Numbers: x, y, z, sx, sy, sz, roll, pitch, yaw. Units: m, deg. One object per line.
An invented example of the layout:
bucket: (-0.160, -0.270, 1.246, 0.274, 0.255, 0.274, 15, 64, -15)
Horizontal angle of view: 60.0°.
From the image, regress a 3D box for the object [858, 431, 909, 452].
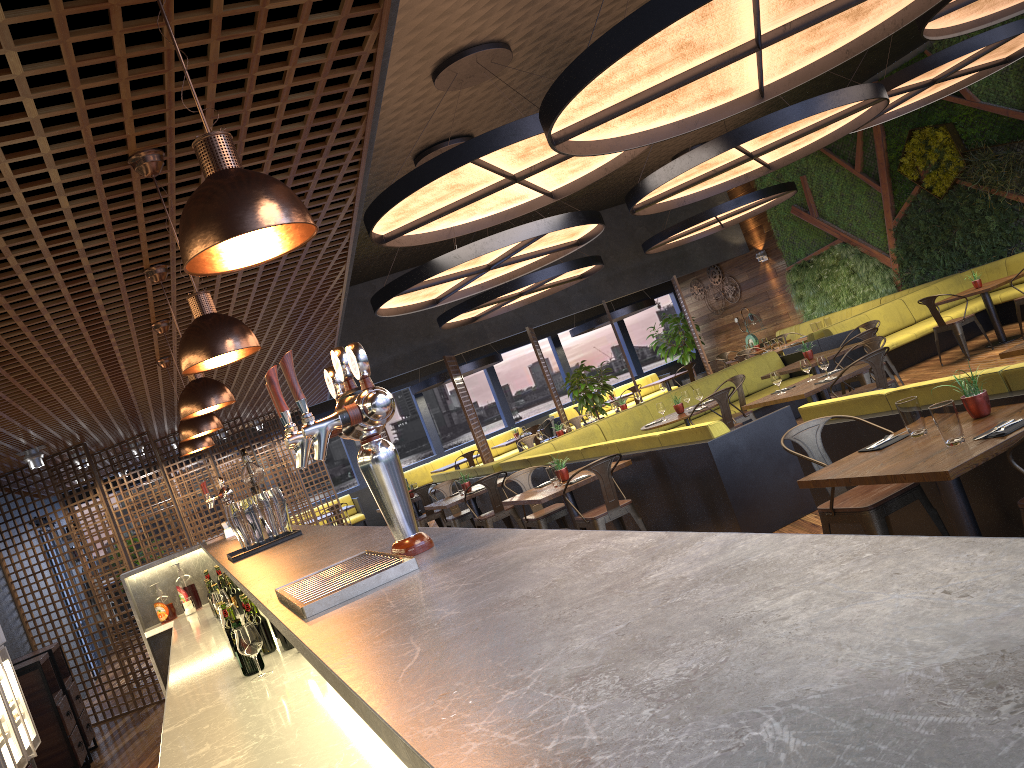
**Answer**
object: (1.801, 0.272, 4.269, 0.255, 0.019, 0.157, -21, -1, -23)

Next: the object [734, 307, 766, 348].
object: (5.360, -0.917, 19.411, 0.459, 1.615, 0.848, -21, -1, -22)

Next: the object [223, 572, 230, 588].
object: (-1.890, 1.380, 5.961, 0.063, 0.254, 0.063, -21, -1, 40)

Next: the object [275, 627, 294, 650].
object: (-0.988, 1.009, 3.789, 0.063, 0.254, 0.063, -21, -1, -15)

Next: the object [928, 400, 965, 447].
object: (1.831, 0.168, 3.720, 0.102, 0.178, 0.102, -21, -1, 13)

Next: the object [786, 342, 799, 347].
object: (4.564, -0.645, 14.439, 0.255, 0.019, 0.157, -21, -1, -23)

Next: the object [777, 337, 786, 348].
object: (4.436, -0.680, 14.568, 0.102, 0.178, 0.102, -21, -1, 13)

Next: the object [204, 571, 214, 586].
object: (-2.288, 1.543, 6.740, 0.063, 0.254, 0.063, -20, -1, -35)

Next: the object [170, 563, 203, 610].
object: (-2.490, 1.549, 6.775, 0.133, 0.385, 0.133, -21, -1, 17)

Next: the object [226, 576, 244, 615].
object: (-1.726, 1.313, 5.530, 0.063, 0.254, 0.063, -20, -1, -34)

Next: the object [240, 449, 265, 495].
object: (-2.376, 1.059, 8.345, 0.263, 0.944, 0.566, -20, -1, -30)

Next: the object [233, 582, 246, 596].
object: (-1.764, 1.345, 5.695, 0.088, 0.224, 0.088, -21, -1, 7)

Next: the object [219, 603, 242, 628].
object: (-1.362, 1.183, 4.336, 0.097, 0.206, 0.097, -21, -1, 27)

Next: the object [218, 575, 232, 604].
object: (-1.872, 1.372, 5.814, 0.063, 0.254, 0.063, -21, -1, 6)

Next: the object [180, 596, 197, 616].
object: (-2.420, 1.662, 6.630, 0.088, 0.123, 0.088, -21, -1, -17)

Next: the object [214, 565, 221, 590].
object: (-2.266, 1.538, 6.920, 0.063, 0.254, 0.063, -21, -1, 20)

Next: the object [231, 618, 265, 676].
object: (-1.071, 1.053, 3.561, 0.088, 0.224, 0.088, -21, -1, 7)

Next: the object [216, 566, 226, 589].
object: (-2.204, 1.511, 6.765, 0.063, 0.254, 0.063, -20, -1, -30)

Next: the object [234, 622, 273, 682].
object: (-1.005, 1.035, 3.434, 0.097, 0.206, 0.097, -21, -1, 9)

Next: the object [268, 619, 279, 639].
object: (-1.123, 1.065, 4.162, 0.063, 0.254, 0.063, -21, -1, -20)

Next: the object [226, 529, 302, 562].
object: (-1.004, 0.647, 3.575, 0.273, 0.019, 0.437, -21, -1, -22)

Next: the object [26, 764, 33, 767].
object: (-3.320, 2.717, 5.845, 0.277, 0.206, 0.416, -21, -1, -19)

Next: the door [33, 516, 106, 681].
door: (-6.394, 3.048, 12.861, 0.052, 2.386, 2.441, -21, -1, -22)

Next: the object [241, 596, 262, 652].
object: (-1.158, 1.075, 3.980, 0.063, 0.254, 0.063, -20, -1, -30)

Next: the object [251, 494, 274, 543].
object: (-1.013, 0.549, 3.582, 0.105, 0.209, 0.105, -21, -1, 13)

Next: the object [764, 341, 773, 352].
object: (4.252, -0.608, 14.692, 0.102, 0.178, 0.102, -20, -1, -37)

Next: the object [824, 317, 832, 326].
object: (5.384, -1.034, 15.072, 0.102, 0.178, 0.102, -20, -1, -37)

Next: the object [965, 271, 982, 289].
object: (6.021, -1.373, 11.548, 0.260, 0.271, 0.238, -21, -1, 17)

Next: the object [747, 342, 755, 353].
object: (4.544, -0.691, 16.821, 0.102, 0.178, 0.102, -21, -1, 13)

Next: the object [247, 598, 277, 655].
object: (-1.099, 1.051, 3.872, 0.063, 0.254, 0.063, -21, -1, 6)

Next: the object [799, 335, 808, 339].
object: (5.069, -0.825, 15.328, 0.157, 0.019, 0.255, -21, -1, -23)

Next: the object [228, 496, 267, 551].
object: (-1.026, 0.553, 3.459, 0.105, 0.209, 0.105, -21, -1, 13)

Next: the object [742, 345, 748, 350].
object: (4.394, -0.636, 16.673, 0.102, 0.178, 0.102, -20, -1, -37)

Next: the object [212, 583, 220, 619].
object: (-1.854, 1.379, 5.638, 0.088, 0.224, 0.088, -21, -1, 22)

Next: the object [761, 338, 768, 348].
object: (4.753, -0.773, 16.637, 0.102, 0.178, 0.102, -21, -1, 13)

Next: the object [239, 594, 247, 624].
object: (-1.213, 1.099, 4.125, 0.063, 0.254, 0.063, -21, -1, 40)

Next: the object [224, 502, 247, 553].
object: (-1.109, 0.587, 3.670, 0.105, 0.209, 0.105, -21, -1, 13)

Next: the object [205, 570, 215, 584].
object: (-2.325, 1.559, 6.863, 0.063, 0.254, 0.063, -20, -1, -30)

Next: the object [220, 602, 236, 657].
object: (-1.290, 1.128, 4.085, 0.063, 0.254, 0.063, -21, -1, -25)

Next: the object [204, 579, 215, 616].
object: (-1.995, 1.420, 5.905, 0.063, 0.254, 0.063, -21, -1, 20)

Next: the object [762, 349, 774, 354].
object: (4.341, -0.552, 15.011, 0.157, 0.019, 0.255, -21, -1, -23)

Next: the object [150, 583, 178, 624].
object: (-2.653, 1.656, 6.736, 0.133, 0.301, 0.133, -21, -1, -17)

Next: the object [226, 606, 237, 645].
object: (-1.183, 1.083, 3.840, 0.063, 0.254, 0.063, -21, -1, -19)

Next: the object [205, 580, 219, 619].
object: (-1.938, 1.396, 5.768, 0.063, 0.254, 0.063, -21, -1, 31)

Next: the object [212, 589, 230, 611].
object: (-1.713, 1.329, 5.268, 0.097, 0.206, 0.097, -21, -1, 9)

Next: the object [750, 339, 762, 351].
object: (4.570, -0.753, 16.631, 0.238, 0.271, 0.260, -21, -1, -1)

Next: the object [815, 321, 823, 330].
object: (5.173, -0.956, 14.888, 0.102, 0.178, 0.102, -21, -1, 13)

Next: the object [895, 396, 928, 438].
object: (1.873, 0.157, 4.143, 0.102, 0.178, 0.102, -20, -1, -37)

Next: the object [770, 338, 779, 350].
object: (4.431, -0.673, 14.932, 0.102, 0.178, 0.102, -20, -1, -37)

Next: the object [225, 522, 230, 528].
object: (-2.114, 1.073, 6.741, 0.177, 0.091, 0.091, -22, -1, 43)

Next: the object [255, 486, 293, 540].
object: (-0.929, 0.516, 3.489, 0.105, 0.209, 0.105, -21, -1, 13)

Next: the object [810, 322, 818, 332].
object: (5.206, -0.963, 15.269, 0.102, 0.178, 0.102, -20, -1, -37)

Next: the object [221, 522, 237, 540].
object: (-1.752, 0.914, 5.716, 0.200, 0.106, 0.766, -21, -1, -22)
